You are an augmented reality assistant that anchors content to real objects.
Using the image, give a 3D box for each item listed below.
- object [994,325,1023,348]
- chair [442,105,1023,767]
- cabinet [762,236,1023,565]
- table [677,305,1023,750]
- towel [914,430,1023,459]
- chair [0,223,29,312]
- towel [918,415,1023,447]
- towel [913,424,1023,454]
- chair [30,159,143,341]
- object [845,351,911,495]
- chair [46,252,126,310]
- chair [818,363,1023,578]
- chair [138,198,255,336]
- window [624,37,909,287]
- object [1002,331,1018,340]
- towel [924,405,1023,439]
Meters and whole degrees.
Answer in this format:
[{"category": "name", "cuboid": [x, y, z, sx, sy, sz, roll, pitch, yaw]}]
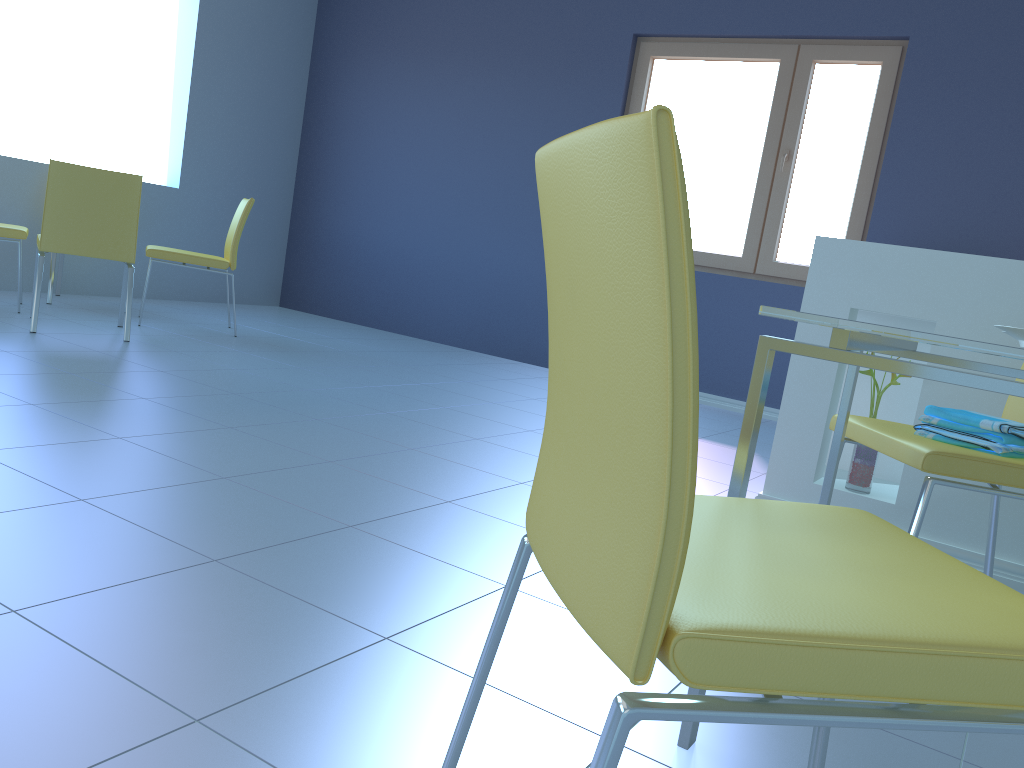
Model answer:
[{"category": "object", "cuboid": [0.669, -0.036, 1.002, 0.228, 0.020, 0.228, 13, 9, 27]}, {"category": "chair", "cuboid": [0.214, 0.171, 0.795, 0.484, 0.695, 0.387, 8, 8, -12]}, {"category": "cabinet", "cuboid": [2.096, 0.135, 2.980, 2.139, 0.800, 2.200, 14, 9, 30]}, {"category": "table", "cuboid": [0.930, 0.303, 1.128, 1.173, 0.590, 0.730, 14, 9, 30]}, {"category": "towel", "cuboid": [0.959, 0.123, 1.825, 0.195, 0.024, 0.201, 3, 10, -40]}, {"category": "chair", "cuboid": [-2.500, -0.724, 4.076, 0.484, 0.695, 0.387, 5, 9, -28]}, {"category": "towel", "cuboid": [0.964, 0.095, 1.818, 0.195, 0.027, 0.192, 3, 10, -38]}, {"category": "towel", "cuboid": [0.960, 0.110, 1.817, 0.195, 0.024, 0.201, 4, 9, -34]}, {"category": "chair", "cuboid": [-1.831, -0.579, 3.820, 0.387, 0.695, 0.484, 5, 9, -28]}, {"category": "object", "cuboid": [0.983, 0.088, 2.419, 0.067, 0.423, 0.229, 5, 9, -29]}, {"category": "chair", "cuboid": [-2.248, -0.781, 4.798, 0.387, 0.695, 0.484, 6, 8, -23]}, {"category": "chair", "cuboid": [0.970, 0.154, 1.835, 0.484, 0.695, 0.387, 9, 8, -6]}, {"category": "chair", "cuboid": [-1.607, -0.636, 4.522, 0.484, 0.699, 0.387, 6, 8, -23]}, {"category": "window", "cuboid": [1.239, -1.221, 4.804, 1.475, 1.263, 0.142, 14, 9, 30]}, {"category": "object", "cuboid": [0.892, -0.052, 1.389, 0.228, 0.020, 0.228, 13, 9, 27]}, {"category": "towel", "cuboid": [0.970, 0.080, 1.814, 0.195, 0.033, 0.190, 4, 9, -33]}]
